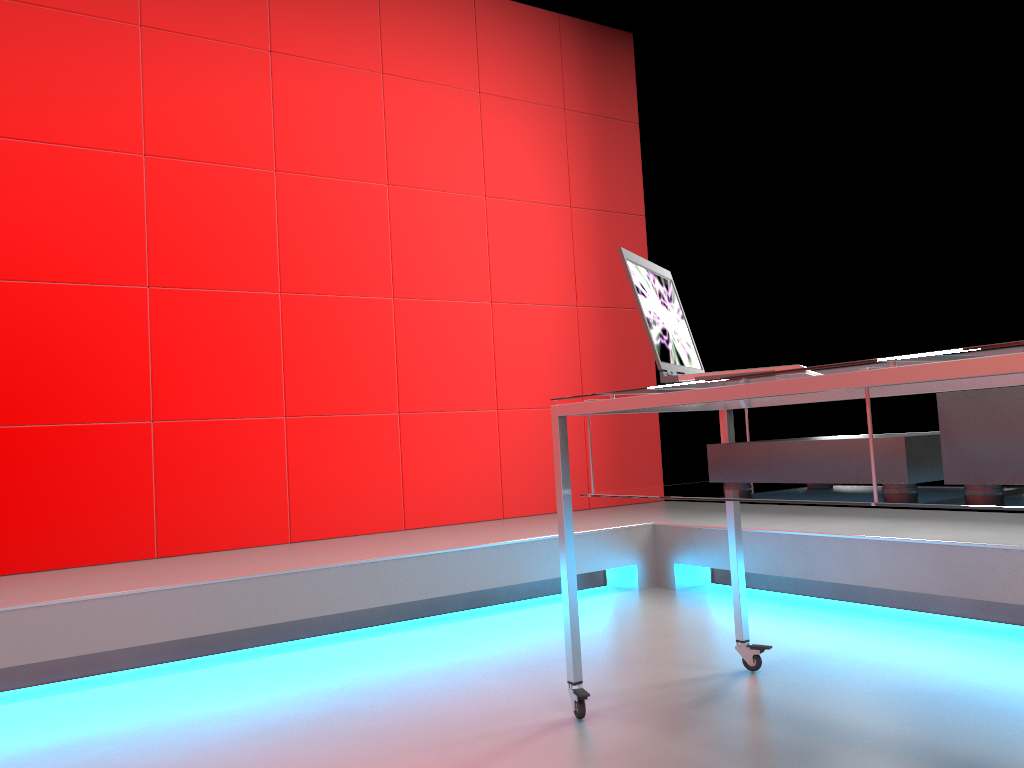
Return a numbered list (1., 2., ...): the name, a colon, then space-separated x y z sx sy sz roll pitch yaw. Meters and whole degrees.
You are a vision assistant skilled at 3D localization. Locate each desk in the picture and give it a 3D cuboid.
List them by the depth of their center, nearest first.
1. desk: 0.771 0.305 1.429 0.594 0.690 1.617 -1 -4 -33

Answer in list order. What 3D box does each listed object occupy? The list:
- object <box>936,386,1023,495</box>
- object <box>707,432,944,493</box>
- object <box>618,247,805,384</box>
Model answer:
1. object: 0.935 0.072 1.294 0.371 0.158 0.431 -1 -4 -33
2. object: 0.665 0.147 1.700 0.365 0.092 0.435 -1 -4 -33
3. object: 0.447 -0.140 1.837 0.340 0.285 0.342 -5 -4 27
